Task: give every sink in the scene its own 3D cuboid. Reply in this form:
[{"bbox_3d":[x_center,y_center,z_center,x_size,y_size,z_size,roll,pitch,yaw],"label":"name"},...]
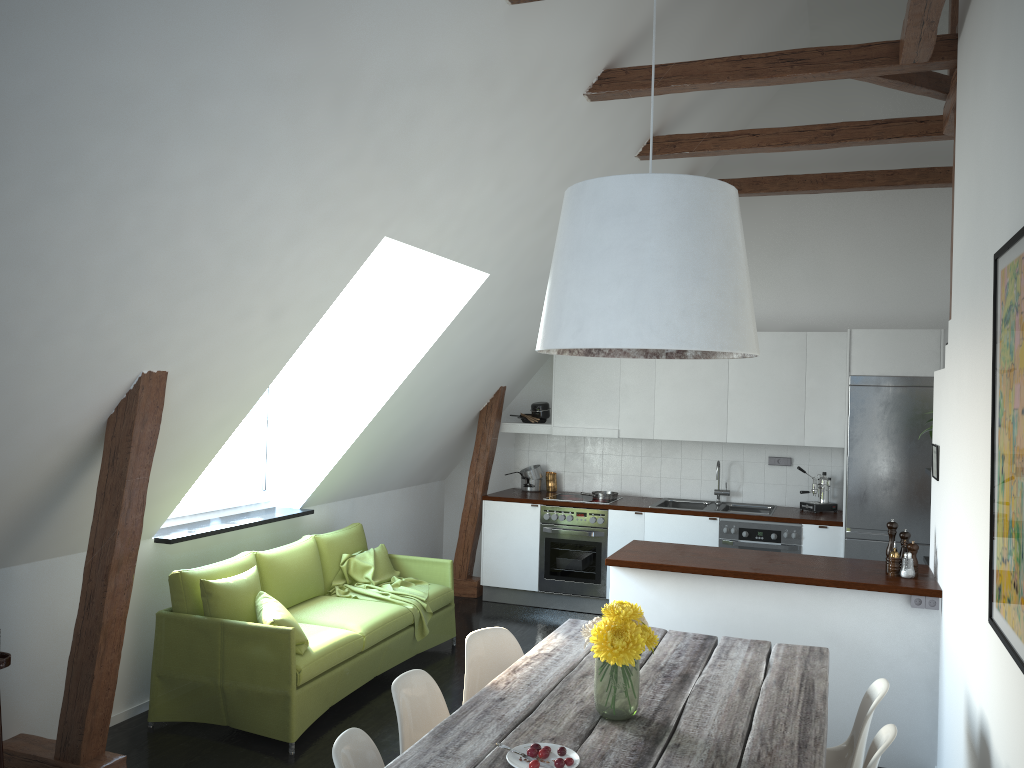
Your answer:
[{"bbox_3d":[1.680,0.906,7.354,0.963,0.519,0.671,1,-1,20],"label":"sink"}]

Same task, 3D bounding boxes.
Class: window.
[{"bbox_3d":[-0.290,-1.245,1.615,5.959,4.249,8.018,1,-1,20],"label":"window"}]

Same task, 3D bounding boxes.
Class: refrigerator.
[{"bbox_3d":[2.783,0.875,6.515,0.609,1.868,0.031,1,-1,20],"label":"refrigerator"}]

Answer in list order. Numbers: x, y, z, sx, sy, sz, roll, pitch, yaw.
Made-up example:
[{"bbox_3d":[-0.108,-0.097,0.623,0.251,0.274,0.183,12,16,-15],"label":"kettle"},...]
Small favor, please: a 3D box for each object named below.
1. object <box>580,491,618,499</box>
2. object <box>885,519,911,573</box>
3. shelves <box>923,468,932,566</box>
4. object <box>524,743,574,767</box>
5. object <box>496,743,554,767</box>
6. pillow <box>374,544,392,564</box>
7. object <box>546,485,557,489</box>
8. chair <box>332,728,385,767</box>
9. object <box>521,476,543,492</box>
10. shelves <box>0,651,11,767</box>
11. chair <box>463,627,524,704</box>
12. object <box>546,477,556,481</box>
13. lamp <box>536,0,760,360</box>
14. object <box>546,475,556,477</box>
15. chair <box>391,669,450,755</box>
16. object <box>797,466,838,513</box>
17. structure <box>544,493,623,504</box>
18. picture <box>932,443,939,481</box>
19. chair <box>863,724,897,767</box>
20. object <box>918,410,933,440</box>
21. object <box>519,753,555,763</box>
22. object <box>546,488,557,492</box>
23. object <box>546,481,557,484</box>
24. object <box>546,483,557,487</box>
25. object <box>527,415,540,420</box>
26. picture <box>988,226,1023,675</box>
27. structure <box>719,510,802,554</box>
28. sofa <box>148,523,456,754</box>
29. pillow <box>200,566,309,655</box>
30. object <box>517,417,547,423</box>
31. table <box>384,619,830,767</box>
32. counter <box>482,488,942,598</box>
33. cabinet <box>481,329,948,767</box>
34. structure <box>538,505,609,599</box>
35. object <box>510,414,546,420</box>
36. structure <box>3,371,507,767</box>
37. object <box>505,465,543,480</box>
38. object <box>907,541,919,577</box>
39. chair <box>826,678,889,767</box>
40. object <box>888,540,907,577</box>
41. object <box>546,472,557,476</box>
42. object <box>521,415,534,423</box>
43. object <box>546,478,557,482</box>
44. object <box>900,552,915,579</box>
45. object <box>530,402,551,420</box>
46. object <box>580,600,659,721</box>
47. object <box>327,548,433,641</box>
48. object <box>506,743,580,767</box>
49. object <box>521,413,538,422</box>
[{"bbox_3d":[0.749,0.959,7.706,0.351,0.061,0.232,2,-1,-6],"label":"object"},{"bbox_3d":[2.054,0.863,4.715,0.123,0.283,0.061,1,-1,20],"label":"object"},{"bbox_3d":[2.700,0.782,4.990,0.660,0.553,0.408,1,-1,20],"label":"shelves"},{"bbox_3d":[0.103,1.037,2.469,0.132,0.034,0.144,2,-1,-8],"label":"object"},{"bbox_3d":[0.033,1.037,2.477,0.194,0.022,0.019,1,-1,36],"label":"object"},{"bbox_3d":[-0.975,1.302,6.267,0.210,0.275,0.462,1,-1,18],"label":"pillow"},{"bbox_3d":[0.361,0.945,8.108,0.100,0.048,0.099,1,-1,39],"label":"object"},{"bbox_3d":[-0.249,1.435,2.549,0.542,0.801,0.465,2,-1,6],"label":"chair"},{"bbox_3d":[0.183,0.903,8.066,0.200,0.154,0.348,2,-1,0],"label":"object"},{"bbox_3d":[-2.264,1.420,3.207,0.438,0.732,0.803,1,-1,16],"label":"shelves"},{"bbox_3d":[0.049,1.453,3.609,0.465,0.801,0.542,2,-1,-44],"label":"chair"},{"bbox_3d":[0.356,0.866,8.109,0.100,0.036,0.100,2,-1,-13],"label":"object"},{"bbox_3d":[0.490,-1.498,2.827,0.757,2.813,0.697,2,-1,-20],"label":"lamp"},{"bbox_3d":[0.357,0.850,8.110,0.100,0.036,0.100,2,-1,-41],"label":"object"},{"bbox_3d":[-0.154,1.443,3.068,0.542,0.801,0.465,1,-1,21],"label":"chair"},{"bbox_3d":[2.461,0.853,7.216,0.353,0.370,0.206,2,-1,-23],"label":"object"},{"bbox_3d":[0.621,1.006,7.664,0.574,0.041,0.504,1,-1,20],"label":"structure"},{"bbox_3d":[2.237,0.411,4.682,0.023,0.182,0.250,1,-1,20],"label":"picture"},{"bbox_3d":[0.937,1.471,2.859,0.542,0.801,0.465,1,-1,26],"label":"chair"},{"bbox_3d":[2.625,0.262,5.127,0.493,0.486,0.506,1,-1,40],"label":"object"},{"bbox_3d":[0.070,1.045,2.469,0.110,0.011,0.058,1,-1,24],"label":"object"},{"bbox_3d":[0.363,0.967,8.108,0.100,0.036,0.100,1,-1,17],"label":"object"},{"bbox_3d":[0.359,0.907,8.113,0.099,0.043,0.100,2,-1,8],"label":"object"},{"bbox_3d":[0.360,0.927,8.110,0.099,0.051,0.099,2,-1,6],"label":"object"},{"bbox_3d":[0.193,0.306,8.041,0.065,0.031,0.335,2,-1,-22],"label":"object"},{"bbox_3d":[1.410,0.166,2.464,0.036,1.181,0.808,1,-1,20],"label":"picture"},{"bbox_3d":[1.992,1.427,7.074,0.612,0.725,0.582,1,-1,20],"label":"structure"},{"bbox_3d":[-1.153,1.425,5.523,0.898,0.825,2.093,1,-1,19],"label":"sofa"},{"bbox_3d":[-1.319,1.219,4.769,0.600,0.387,0.475,1,-1,17],"label":"pillow"},{"bbox_3d":[0.192,0.328,8.040,0.243,0.056,0.350,2,-1,9],"label":"object"},{"bbox_3d":[0.376,1.462,2.793,1.141,0.788,2.421,1,-1,20],"label":"table"},{"bbox_3d":[1.043,1.009,6.329,3.365,0.038,3.085,1,-1,20],"label":"counter"},{"bbox_3d":[1.464,0.740,6.206,4.208,2.369,3.033,1,-1,20],"label":"cabinet"},{"bbox_3d":[0.619,1.398,7.673,0.583,0.725,0.749,1,-1,20],"label":"structure"},{"bbox_3d":[0.139,0.312,8.100,0.357,0.075,0.244,2,-1,-9],"label":"object"},{"bbox_3d":[-2.666,0.799,2.288,1.023,1.963,12.350,1,-1,20],"label":"structure"},{"bbox_3d":[0.105,0.822,8.129,0.371,0.169,0.203,2,-1,-7],"label":"object"},{"bbox_3d":[2.096,0.913,4.638,0.058,0.184,0.058,1,-1,17],"label":"object"},{"bbox_3d":[1.102,1.480,3.303,0.542,0.801,0.465,1,-1,21],"label":"chair"},{"bbox_3d":[2.013,0.906,4.640,0.080,0.192,0.058,2,-1,4],"label":"object"},{"bbox_3d":[0.358,0.829,8.108,0.100,0.047,0.099,1,-1,16],"label":"object"},{"bbox_3d":[0.137,0.309,8.004,0.065,0.065,0.332,2,-1,-13],"label":"object"},{"bbox_3d":[0.358,0.885,8.113,0.099,0.057,0.101,1,-1,32],"label":"object"},{"bbox_3d":[2.044,0.935,4.583,0.069,0.135,0.069,2,-1,-5],"label":"object"},{"bbox_3d":[0.258,0.244,8.084,0.190,0.166,0.200,2,-1,-17],"label":"object"},{"bbox_3d":[0.347,0.887,2.867,0.233,0.365,0.293,2,-1,-9],"label":"object"},{"bbox_3d":[-0.819,1.418,6.076,0.722,0.493,0.711,1,-1,15],"label":"object"},{"bbox_3d":[0.086,1.049,2.464,0.205,0.024,0.205,1,-1,12],"label":"object"},{"bbox_3d":[0.152,0.302,8.009,0.061,0.077,0.331,2,-1,-21],"label":"object"}]
